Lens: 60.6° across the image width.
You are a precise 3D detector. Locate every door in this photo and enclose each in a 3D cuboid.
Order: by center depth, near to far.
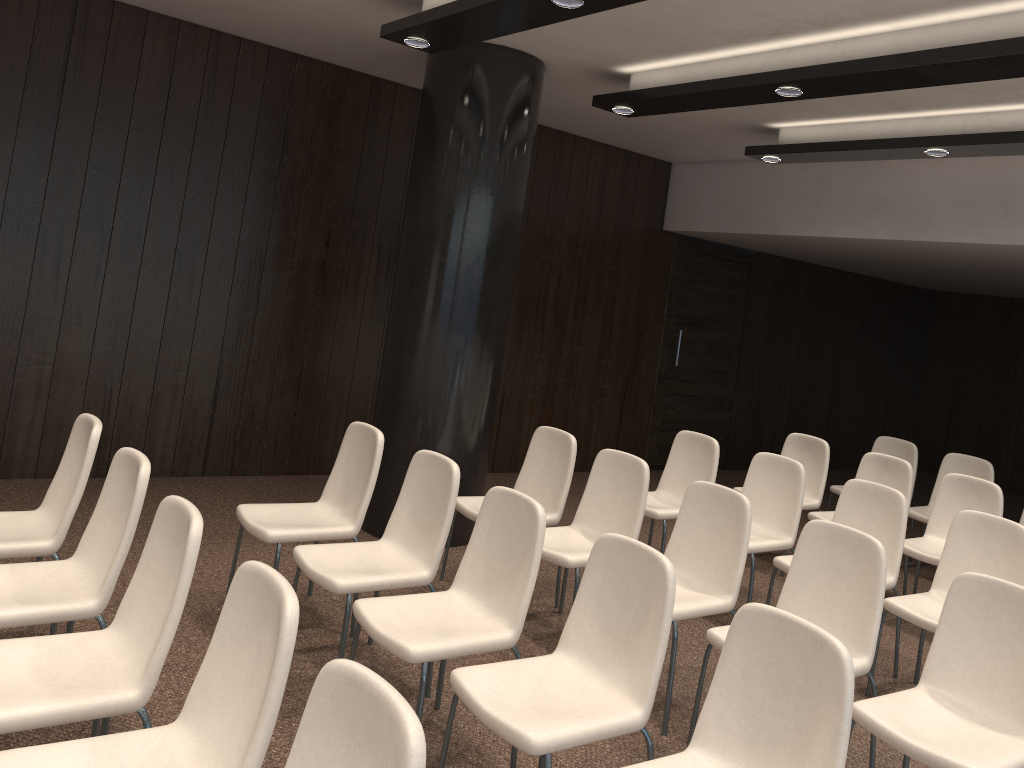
[{"bbox_3d":[2.030,-0.282,9.456,1.384,2.416,0.271,8,-2,-37],"label":"door"}]

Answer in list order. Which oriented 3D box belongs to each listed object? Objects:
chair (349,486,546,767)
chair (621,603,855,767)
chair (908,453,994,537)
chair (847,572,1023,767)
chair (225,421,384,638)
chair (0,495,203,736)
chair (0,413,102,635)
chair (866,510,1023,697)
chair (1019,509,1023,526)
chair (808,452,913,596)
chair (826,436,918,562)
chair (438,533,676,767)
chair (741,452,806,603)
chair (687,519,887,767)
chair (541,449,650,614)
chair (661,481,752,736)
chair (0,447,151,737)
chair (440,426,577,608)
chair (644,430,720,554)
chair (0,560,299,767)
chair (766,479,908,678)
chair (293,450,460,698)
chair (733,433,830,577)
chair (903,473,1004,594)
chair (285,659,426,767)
[{"bbox_3d":[-0.236,0.838,3.084,0.552,0.904,0.536,8,0,-35],"label":"chair"},{"bbox_3d":[0.480,1.044,2.125,0.552,0.904,0.536,8,0,-35],"label":"chair"},{"bbox_3d":[3.174,0.973,6.385,0.551,0.904,0.536,8,0,-39],"label":"chair"},{"bbox_3d":[1.423,1.107,2.809,0.552,0.904,0.536,8,0,-35],"label":"chair"},{"bbox_3d":[-0.951,0.631,4.042,0.552,0.904,0.536,8,0,-35],"label":"chair"},{"bbox_3d":[-1.198,0.779,2.347,0.552,0.904,0.536,8,0,-35],"label":"chair"},{"bbox_3d":[-1.934,0.567,3.322,0.552,0.904,0.536,8,0,-35],"label":"chair"},{"bbox_3d":[2.050,1.065,4.033,0.552,0.904,0.536,8,0,-35],"label":"chair"},{"bbox_3d":[3.566,1.082,5.903,0.552,0.904,0.536,8,0,-37],"label":"chair"},{"bbox_3d":[2.274,0.914,5.731,0.552,0.904,0.536,8,0,-35],"label":"chair"},{"bbox_3d":[2.836,0.872,6.876,0.552,0.904,0.536,8,0,-35],"label":"chair"},{"bbox_3d":[0.140,0.940,2.638,0.552,0.904,0.536,8,0,-35],"label":"chair"},{"bbox_3d":[1.324,0.857,4.990,0.552,0.904,0.536,8,0,-36],"label":"chair"},{"bbox_3d":[1.069,1.001,3.311,0.552,0.904,0.536,8,0,-36],"label":"chair"},{"bbox_3d":[0.324,0.788,4.296,0.551,0.904,0.536,8,0,-38],"label":"chair"},{"bbox_3d":[0.686,0.895,3.786,0.552,0.904,0.536,8,0,-36],"label":"chair"},{"bbox_3d":[-1.552,0.673,2.849,0.552,0.904,0.536,8,0,-37],"label":"chair"},{"bbox_3d":[-0.002,0.690,4.772,0.552,0.904,0.536,8,0,-36],"label":"chair"},{"bbox_3d":[0.941,0.751,5.463,0.552,0.904,0.536,8,0,-35],"label":"chair"},{"bbox_3d":[-0.825,0.882,1.891,0.552,0.904,0.536,8,0,-35],"label":"chair"},{"bbox_3d":[1.676,0.962,4.489,0.552,0.904,0.536,8,0,-35],"label":"chair"},{"bbox_3d":[-0.571,0.736,3.578,0.552,0.904,0.536,8,0,-36],"label":"chair"},{"bbox_3d":[1.902,0.808,6.216,0.552,0.904,0.536,8,0,-35],"label":"chair"},{"bbox_3d":[2.614,1.013,5.266,0.551,0.904,0.536,8,0,-39],"label":"chair"},{"bbox_3d":[-0.500,0.980,1.416,0.551,0.904,0.536,8,0,-38],"label":"chair"}]
